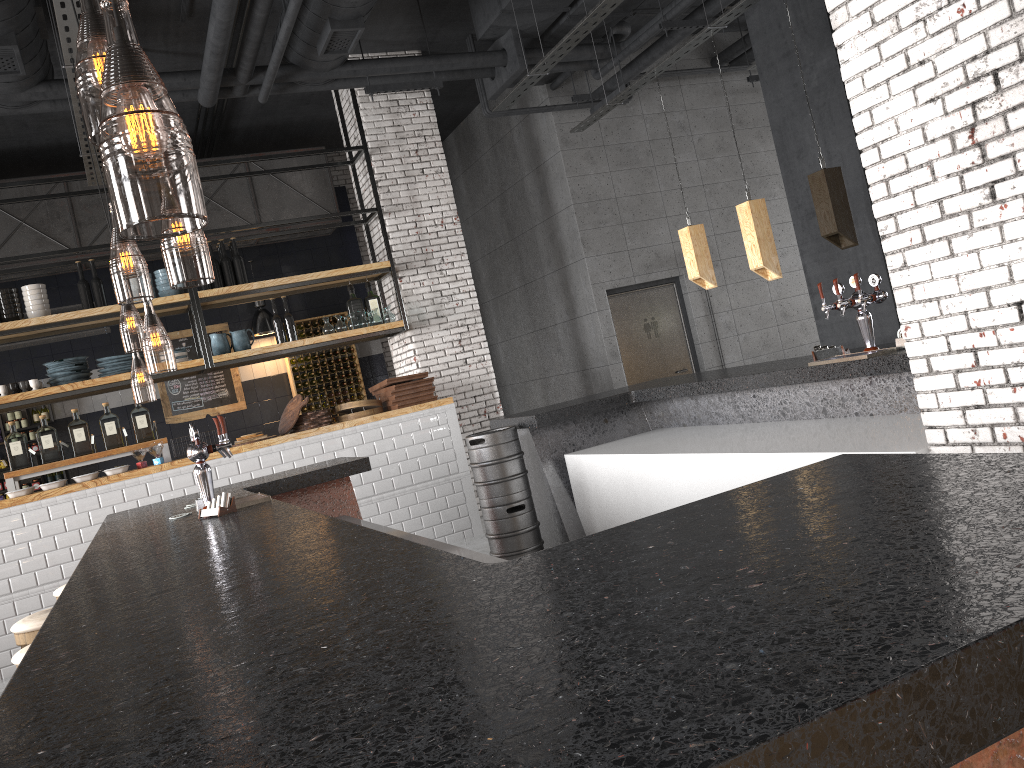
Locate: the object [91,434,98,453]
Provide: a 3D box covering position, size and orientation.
[{"bbox_3d":[-3.526,0.503,7.486,0.031,0.164,0.046,-13,0,2],"label":"object"}]

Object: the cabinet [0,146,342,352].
[{"bbox_3d":[-4.852,-1.419,10.004,5.873,1.769,0.681,-13,0,-23],"label":"cabinet"}]

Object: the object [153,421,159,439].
[{"bbox_3d":[-3.078,0.399,7.657,0.034,0.164,0.061,-13,0,10],"label":"object"}]

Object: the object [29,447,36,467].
[{"bbox_3d":[-3.938,0.599,7.280,0.080,0.164,0.032,-13,-1,38],"label":"object"}]

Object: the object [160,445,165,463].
[{"bbox_3d":[-2.992,0.597,7.495,0.112,0.165,0.122,-13,0,31],"label":"object"}]

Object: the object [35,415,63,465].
[{"bbox_3d":[-3.876,0.460,7.399,0.155,0.404,0.154,-13,0,-24],"label":"object"}]

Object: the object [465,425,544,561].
[{"bbox_3d":[-0.039,0.838,6.305,0.399,1.035,0.398,-13,0,12],"label":"object"}]

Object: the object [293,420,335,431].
[{"bbox_3d":[-1.812,0.379,8.186,0.457,0.019,0.407,-12,1,39],"label":"object"}]

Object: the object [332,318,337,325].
[{"bbox_3d":[-2.317,-0.833,11.657,0.079,0.079,0.283,-13,1,-23],"label":"object"}]

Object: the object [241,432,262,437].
[{"bbox_3d":[-2.275,0.439,7.782,0.184,0.011,0.254,-13,1,-2],"label":"object"}]

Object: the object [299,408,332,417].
[{"bbox_3d":[-1.872,0.277,8.178,0.406,0.019,0.459,-13,1,23],"label":"object"}]

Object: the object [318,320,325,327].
[{"bbox_3d":[-2.471,-0.796,11.546,0.079,0.079,0.283,-13,1,-23],"label":"object"}]

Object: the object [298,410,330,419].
[{"bbox_3d":[-1.853,0.289,8.186,0.458,0.019,0.407,-13,1,10],"label":"object"}]

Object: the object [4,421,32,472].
[{"bbox_3d":[-4.087,0.509,7.315,0.155,0.404,0.154,-13,0,-24],"label":"object"}]

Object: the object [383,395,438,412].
[{"bbox_3d":[-1.010,0.196,8.492,0.406,0.044,0.634,-13,1,-28],"label":"object"}]

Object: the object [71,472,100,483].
[{"bbox_3d":[-3.459,0.762,7.206,0.216,0.056,0.323,-13,1,-23],"label":"object"}]

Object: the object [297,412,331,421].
[{"bbox_3d":[-1.843,0.303,8.187,0.457,0.019,0.407,-13,1,19],"label":"object"}]

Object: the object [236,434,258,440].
[{"bbox_3d":[-2.334,0.462,7.828,0.172,0.010,0.368,-13,1,-13],"label":"object"}]

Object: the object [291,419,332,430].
[{"bbox_3d":[-1.838,0.368,8.185,0.458,0.019,0.407,-13,1,5],"label":"object"}]

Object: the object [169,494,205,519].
[{"bbox_3d":[-1.663,0.590,4.516,0.201,0.106,0.765,-13,1,-23],"label":"object"}]

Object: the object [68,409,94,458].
[{"bbox_3d":[-3.661,0.410,7.503,0.155,0.404,0.154,-13,0,-24],"label":"object"}]

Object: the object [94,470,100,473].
[{"bbox_3d":[-3.373,0.718,7.145,0.203,0.022,0.042,-13,0,18],"label":"object"}]

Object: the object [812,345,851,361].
[{"bbox_3d":[1.750,-0.182,4.871,0.177,0.091,0.091,-12,0,42],"label":"object"}]

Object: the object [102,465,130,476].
[{"bbox_3d":[-3.245,0.711,7.283,0.216,0.060,0.323,-13,1,-23],"label":"object"}]

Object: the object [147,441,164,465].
[{"bbox_3d":[-2.955,0.578,7.375,0.128,0.189,0.123,-13,0,-14],"label":"object"}]

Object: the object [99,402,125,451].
[{"bbox_3d":[-3.441,0.359,7.596,0.155,0.404,0.154,-13,0,-24],"label":"object"}]

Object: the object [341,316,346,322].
[{"bbox_3d":[-2.227,-0.853,11.680,0.079,0.079,0.283,-13,1,-23],"label":"object"}]

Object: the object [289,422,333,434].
[{"bbox_3d":[-1.826,0.399,8.186,0.458,0.019,0.407,-13,1,12],"label":"object"}]

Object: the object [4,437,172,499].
[{"bbox_3d":[-3.525,0.869,7.512,1.252,0.551,0.314,-13,0,-23],"label":"object"}]

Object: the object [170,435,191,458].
[{"bbox_3d":[-2.836,0.538,7.668,0.181,0.168,0.170,-13,0,-13],"label":"object"}]

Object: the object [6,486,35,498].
[{"bbox_3d":[-3.879,0.860,7.011,0.216,0.056,0.323,-13,1,-23],"label":"object"}]

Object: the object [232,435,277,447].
[{"bbox_3d":[-2.276,0.504,7.903,0.406,0.019,0.459,-13,1,18],"label":"object"}]

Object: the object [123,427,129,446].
[{"bbox_3d":[-3.296,0.450,7.563,0.024,0.164,0.062,-12,0,-33],"label":"object"}]

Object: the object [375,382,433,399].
[{"bbox_3d":[-1.040,0.067,8.493,0.406,0.044,0.635,-13,1,-23],"label":"object"}]

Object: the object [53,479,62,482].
[{"bbox_3d":[-3.607,0.772,7.025,0.202,0.023,0.043,-12,1,38],"label":"object"}]

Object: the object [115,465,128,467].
[{"bbox_3d":[-3.185,0.667,7.214,0.202,0.021,0.039,-12,1,44],"label":"object"}]

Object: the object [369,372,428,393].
[{"bbox_3d":[-1.081,-0.014,8.415,0.407,0.094,0.635,-13,1,-26],"label":"object"}]

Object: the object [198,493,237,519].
[{"bbox_3d":[-1.266,0.516,3.791,0.177,0.091,0.091,-12,0,42],"label":"object"}]

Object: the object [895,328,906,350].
[{"bbox_3d":[2.143,-0.270,4.146,0.201,0.106,0.765,-13,1,-23],"label":"object"}]

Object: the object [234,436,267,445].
[{"bbox_3d":[-2.338,0.501,7.928,0.277,0.019,0.513,-13,1,-18],"label":"object"}]

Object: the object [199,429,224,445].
[{"bbox_3d":[-2.667,0.498,7.843,0.181,0.168,0.170,-13,0,-43],"label":"object"}]

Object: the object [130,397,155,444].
[{"bbox_3d":[-3.220,0.308,7.698,0.155,0.404,0.154,-13,0,-24],"label":"object"}]

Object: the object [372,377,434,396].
[{"bbox_3d":[-1.049,0.024,8.493,0.406,0.044,0.634,-13,1,-30],"label":"object"}]

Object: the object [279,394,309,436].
[{"bbox_3d":[-1.984,0.275,8.015,0.242,0.338,0.487,-13,0,-37],"label":"object"}]

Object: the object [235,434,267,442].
[{"bbox_3d":[-2.345,0.490,7.920,0.215,0.013,0.520,-13,1,-27],"label":"object"}]

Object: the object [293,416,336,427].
[{"bbox_3d":[-1.848,0.354,8.182,0.406,0.019,0.459,-12,1,35],"label":"object"}]

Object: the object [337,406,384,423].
[{"bbox_3d":[-1.429,0.266,8.321,0.437,0.097,0.437,-13,1,2],"label":"object"}]

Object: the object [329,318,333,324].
[{"bbox_3d":[-2.388,-0.816,11.587,0.079,0.079,0.283,-13,1,-23],"label":"object"}]

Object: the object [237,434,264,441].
[{"bbox_3d":[-2.341,0.475,7.925,0.230,0.016,0.556,-13,1,-17],"label":"object"}]

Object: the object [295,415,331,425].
[{"bbox_3d":[-1.869,0.343,8.158,0.407,0.019,0.458,-13,1,-10],"label":"object"}]

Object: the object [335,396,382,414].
[{"bbox_3d":[-1.442,0.200,8.326,0.436,0.154,0.440,-13,1,24],"label":"object"}]

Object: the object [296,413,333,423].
[{"bbox_3d":[-1.863,0.325,8.176,0.406,0.019,0.459,-13,1,19],"label":"object"}]

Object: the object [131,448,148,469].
[{"bbox_3d":[-3.097,0.622,7.387,0.122,0.165,0.112,-13,0,11],"label":"object"}]

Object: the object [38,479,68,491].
[{"bbox_3d":[-3.666,0.809,7.092,0.216,0.059,0.323,-13,1,-23],"label":"object"}]

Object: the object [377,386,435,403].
[{"bbox_3d":[-1.030,0.110,8.492,0.406,0.044,0.634,-13,1,-27],"label":"object"}]

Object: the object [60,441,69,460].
[{"bbox_3d":[-3.731,0.550,7.389,0.039,0.164,0.077,-13,0,21],"label":"object"}]
